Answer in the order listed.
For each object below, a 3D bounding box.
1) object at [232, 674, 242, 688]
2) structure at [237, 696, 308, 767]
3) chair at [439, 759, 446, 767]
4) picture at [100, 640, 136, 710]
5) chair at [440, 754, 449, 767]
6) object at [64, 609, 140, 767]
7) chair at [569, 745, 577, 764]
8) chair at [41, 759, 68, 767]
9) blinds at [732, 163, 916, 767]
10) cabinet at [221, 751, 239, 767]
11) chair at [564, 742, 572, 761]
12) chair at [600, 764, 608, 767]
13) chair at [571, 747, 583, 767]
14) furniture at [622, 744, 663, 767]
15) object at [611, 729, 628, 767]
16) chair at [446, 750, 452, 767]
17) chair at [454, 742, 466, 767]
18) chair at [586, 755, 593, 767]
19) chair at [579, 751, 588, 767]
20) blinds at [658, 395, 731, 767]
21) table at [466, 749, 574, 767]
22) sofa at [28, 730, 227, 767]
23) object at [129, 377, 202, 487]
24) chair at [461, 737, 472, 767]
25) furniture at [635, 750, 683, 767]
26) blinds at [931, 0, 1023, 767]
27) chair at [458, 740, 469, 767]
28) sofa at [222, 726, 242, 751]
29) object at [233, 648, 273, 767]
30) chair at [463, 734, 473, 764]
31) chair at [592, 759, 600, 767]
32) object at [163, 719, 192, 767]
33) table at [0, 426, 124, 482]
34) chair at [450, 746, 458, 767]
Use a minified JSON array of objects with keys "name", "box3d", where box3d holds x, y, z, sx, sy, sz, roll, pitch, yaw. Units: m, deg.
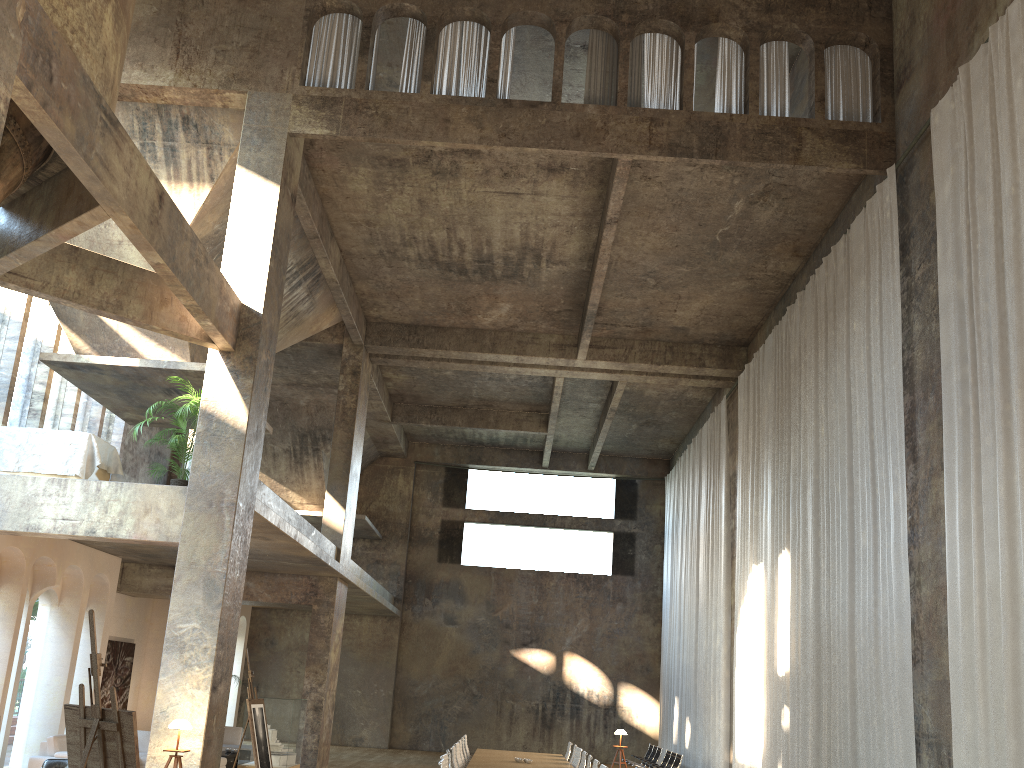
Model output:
[{"name":"object","box3d":[-6.949,7.448,19.886,1.400,1.756,1.402,2,-15,6]},{"name":"structure","box3d":[-3.043,4.743,11.069,0.594,1.499,0.767,4,-14,1]},{"name":"chair","box3d":[-0.538,4.713,9.731,0.698,0.993,0.687,2,-15,6]},{"name":"picture","box3d":[-8.060,6.107,17.798,0.069,1.715,1.553,4,-16,1]},{"name":"chair","box3d":[-0.578,5.010,10.575,0.698,0.993,0.687,2,-15,9]},{"name":"object","box3d":[-2.511,2.453,5.288,0.705,2.080,0.702,-4,-16,32]},{"name":"chair","box3d":[0.782,6.680,15.016,0.698,0.993,0.687,2,-15,9]},{"name":"chair","box3d":[-4.194,3.935,8.073,0.730,0.864,0.848,6,-16,-5]},{"name":"blinds","box3d":[4.535,2.605,13.989,0.275,8.372,8.092,4,-16,2]},{"name":"cabinet","box3d":[-5.322,7.120,16.529,0.396,0.357,1.615,4,-19,1]},{"name":"chair","box3d":[0.748,6.977,15.861,0.698,0.993,0.687,2,-15,6]},{"name":"chair","box3d":[0.819,5.128,10.631,0.698,0.993,0.687,3,-15,4]},{"name":"chair","box3d":[0.786,6.384,14.179,0.699,0.993,0.687,4,-15,0]},{"name":"furniture","box3d":[3.103,9.086,21.080,0.708,0.815,1.935,4,-18,1]},{"name":"object","box3d":[2.006,7.367,17.078,0.574,1.257,0.676,-5,-17,33]},{"name":"chair","box3d":[-0.591,5.306,11.412,0.699,0.993,0.687,4,-15,0]},{"name":"chair","box3d":[-0.592,5.934,13.185,0.698,0.993,0.687,2,-15,9]},{"name":"chair","box3d":[0.805,5.757,12.407,0.698,0.993,0.687,2,-15,9]},{"name":"chair","box3d":[0.803,6.062,13.267,0.698,0.993,0.687,2,-15,6]},{"name":"blinds","box3d":[4.489,5.606,22.464,0.275,8.372,8.090,4,-16,0]},{"name":"table","box3d":[0.135,5.947,12.700,1.600,0.735,7.977,4,-19,1]},{"name":"sofa","box3d":[-6.091,6.100,14.317,2.063,0.699,3.028,4,-19,1]},{"name":"object","box3d":[-4.340,0.716,12.027,1.400,1.752,1.402,2,-15,6]},{"name":"chair","box3d":[-0.606,6.562,14.960,0.698,0.993,0.687,3,-15,4]},{"name":"furniture","box3d":[3.115,8.260,18.746,0.708,0.815,1.935,4,-18,1]},{"name":"blinds","box3d":[4.581,-0.387,5.541,0.275,8.372,8.092,4,-16,2]},{"name":"chair","box3d":[-0.599,6.245,14.063,0.698,0.993,0.687,2,-15,6]},{"name":"sofa","box3d":[-6.114,7.555,18.425,2.067,0.699,1.107,4,-18,0]},{"name":"object","box3d":[-2.999,4.179,10.255,0.685,2.080,0.723,4,-13,0]},{"name":"chair","box3d":[-0.609,6.891,15.887,0.698,0.993,0.687,2,-15,6]},{"name":"chair","box3d":[0.812,5.446,11.528,0.698,0.993,0.687,2,-15,6]},{"name":"object","box3d":[-3.724,4.239,9.395,0.571,1.257,0.679,4,-14,1]},{"name":"table","box3d":[-6.322,1.092,12.024,1.749,0.777,1.153,4,-17,1]},{"name":"chair","box3d":[-0.590,5.629,12.324,0.698,0.993,0.687,2,-15,6]}]
